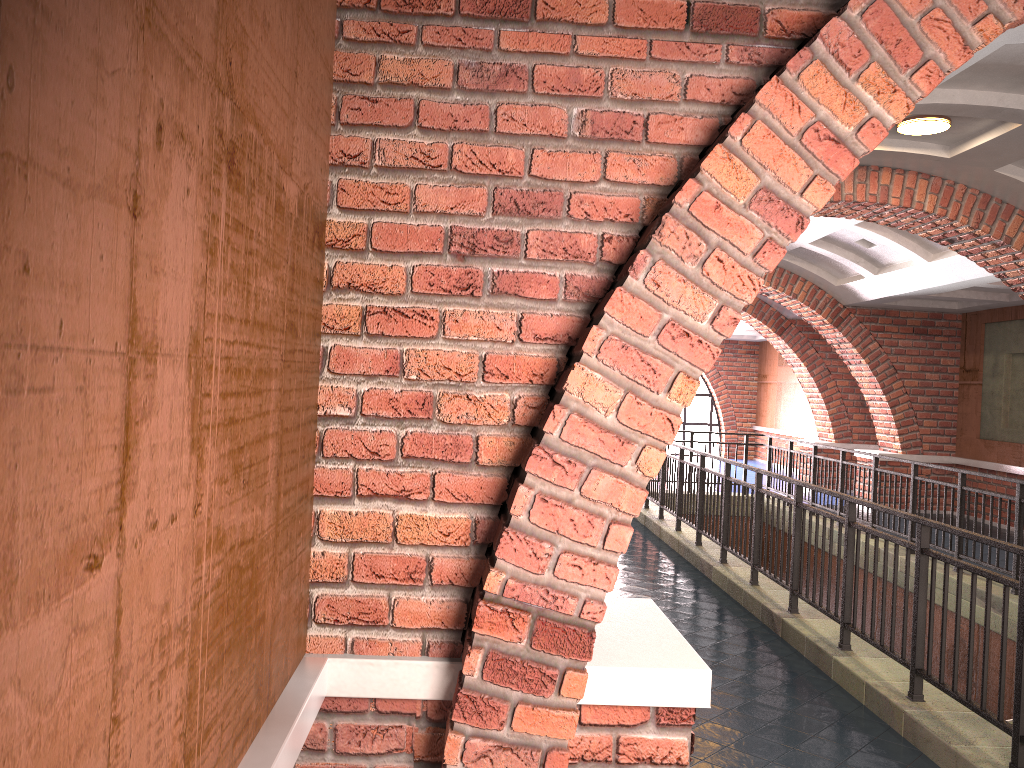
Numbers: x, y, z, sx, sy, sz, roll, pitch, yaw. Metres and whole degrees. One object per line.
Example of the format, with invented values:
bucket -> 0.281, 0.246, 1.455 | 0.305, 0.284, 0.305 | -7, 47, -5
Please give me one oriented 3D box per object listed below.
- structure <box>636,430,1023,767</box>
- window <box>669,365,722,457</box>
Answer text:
structure -> 2.880, 3.556, 8.092 | 2.464, 5.665, 11.177 | 3, 0, -3
window -> 2.313, 0.048, 22.610 | 6.353, 3.471, 0.100 | 3, 0, -3
